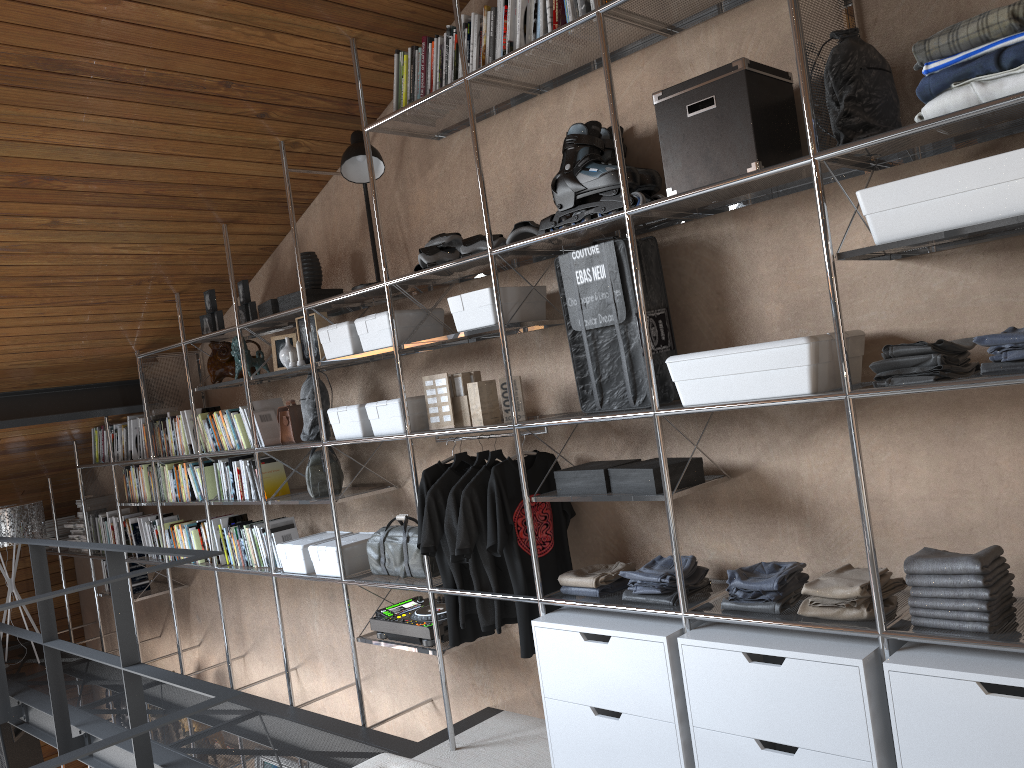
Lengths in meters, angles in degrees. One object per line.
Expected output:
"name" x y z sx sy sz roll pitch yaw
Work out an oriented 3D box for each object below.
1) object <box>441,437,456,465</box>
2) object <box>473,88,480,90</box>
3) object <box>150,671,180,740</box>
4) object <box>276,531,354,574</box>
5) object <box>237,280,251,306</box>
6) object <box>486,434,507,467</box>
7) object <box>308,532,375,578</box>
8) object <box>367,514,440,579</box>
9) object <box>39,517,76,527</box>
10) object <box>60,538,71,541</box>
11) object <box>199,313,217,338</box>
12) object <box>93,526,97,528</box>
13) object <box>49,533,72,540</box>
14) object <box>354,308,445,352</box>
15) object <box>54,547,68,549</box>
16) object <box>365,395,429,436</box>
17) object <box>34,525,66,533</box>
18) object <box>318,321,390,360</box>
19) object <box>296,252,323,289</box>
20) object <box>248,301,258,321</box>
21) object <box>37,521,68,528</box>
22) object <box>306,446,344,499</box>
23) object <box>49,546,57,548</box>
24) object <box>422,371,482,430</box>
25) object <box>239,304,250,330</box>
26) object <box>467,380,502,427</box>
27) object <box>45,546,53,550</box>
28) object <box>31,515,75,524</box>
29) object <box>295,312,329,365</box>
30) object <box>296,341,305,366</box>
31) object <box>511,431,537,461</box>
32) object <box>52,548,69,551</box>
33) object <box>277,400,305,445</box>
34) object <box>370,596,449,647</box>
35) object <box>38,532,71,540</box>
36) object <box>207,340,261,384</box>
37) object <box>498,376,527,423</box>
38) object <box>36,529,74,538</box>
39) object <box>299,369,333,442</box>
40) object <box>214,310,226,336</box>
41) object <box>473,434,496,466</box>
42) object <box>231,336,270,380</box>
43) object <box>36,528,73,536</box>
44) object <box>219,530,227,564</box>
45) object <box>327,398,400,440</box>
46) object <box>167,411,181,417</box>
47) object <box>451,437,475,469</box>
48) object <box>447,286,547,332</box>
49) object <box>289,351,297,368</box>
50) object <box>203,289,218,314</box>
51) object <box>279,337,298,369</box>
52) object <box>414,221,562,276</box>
"object" -0.225 0.258 3.361 0.016 0.118 0.283 -8 0 44
"object" -0.132 -1.135 3.043 0.075 0.226 0.119 -8 0 44
"object" -2.214 2.034 5.594 0.328 0.442 0.207 -8 0 37
"object" -0.900 0.776 4.095 0.228 0.136 0.295 -8 0 44
"object" -1.306 -0.446 4.326 0.029 0.114 0.084 -8 0 -34
"object" -0.055 0.276 3.194 0.009 0.197 0.387 -8 0 40
"object" -0.710 0.749 3.908 0.228 0.136 0.295 -8 0 44
"object" -0.430 0.656 3.623 0.376 0.247 0.166 -8 0 42
"object" -3.339 1.006 6.472 0.182 0.016 0.246 -8 0 44
"object" -3.110 1.086 6.289 0.182 0.016 0.228 -8 0 44
"object" -1.536 -0.294 4.496 0.086 0.117 0.029 -8 0 30
"object" -2.697 0.925 5.869 0.161 0.013 0.217 -8 0 44
"object" -3.146 1.076 6.289 0.161 0.013 0.203 -8 0 44
"object" -0.438 -0.214 3.520 0.228 0.136 0.295 -8 0 44
"object" -3.122 1.139 6.305 0.159 0.012 0.226 -8 0 44
"object" -0.395 0.118 3.517 0.228 0.136 0.295 -8 0 44
"object" -3.324 1.046 6.458 0.180 0.028 0.252 -8 0 44
"object" -0.623 -0.188 3.702 0.228 0.136 0.295 -8 0 44
"object" -0.901 -0.494 3.948 0.115 0.177 0.115 -8 0 -21
"object" -1.253 -0.336 4.295 0.029 0.117 0.086 -8 0 -21
"object" -3.331 1.024 6.477 0.174 0.021 0.233 -8 0 44
"object" -0.857 0.381 4.027 0.166 0.240 0.390 -8 0 -13
"object" -3.120 1.119 6.296 0.176 0.025 0.262 -8 0 44
"object" -0.210 0.058 3.337 0.196 0.205 0.142 -8 0 43
"object" -1.323 -0.326 4.362 0.086 0.117 0.029 -8 0 35
"object" -0.099 0.068 3.137 0.074 0.156 0.078 -8 0 -31
"object" -3.312 1.172 6.472 0.176 0.025 0.234 -8 0 44
"object" -3.349 0.991 6.479 0.182 0.016 0.246 -8 0 44
"object" -0.868 -0.195 3.894 0.157 0.219 0.062 -8 0 44
"object" -0.929 -0.134 3.880 0.037 0.114 0.037 -8 0 30
"object" 0.036 0.222 3.103 0.016 0.118 0.283 -8 0 44
"object" -3.128 1.153 6.291 0.161 0.012 0.201 -8 0 44
"object" -1.023 0.175 4.124 0.082 0.202 0.227 -8 0 6
"object" -0.345 0.960 3.633 0.404 0.114 0.320 -8 0 44
"object" -3.314 1.101 6.478 0.167 0.017 0.224 -8 0 44
"object" -1.394 -0.121 4.457 0.278 0.222 0.138 -8 0 0
"object" 0.003 0.053 3.108 0.074 0.156 0.078 -8 0 4
"object" -3.315 1.084 6.460 0.182 0.016 0.246 -8 0 44
"object" -0.879 0.108 3.951 0.157 0.339 0.229 -8 0 -19
"object" -1.461 -0.305 4.435 0.029 0.117 0.086 -8 0 -26
"object" -0.101 0.283 3.239 0.009 0.197 0.387 -8 0 40
"object" -1.268 -0.136 4.298 0.102 0.220 0.197 -8 0 29
"object" -3.318 1.069 6.460 0.182 0.016 0.246 -8 0 44
"object" -1.435 0.827 4.585 0.042 0.180 0.131 -8 0 44
"object" -0.583 0.144 3.702 0.228 0.136 0.295 -8 0 44
"object" -1.820 0.267 4.910 0.023 0.240 0.146 -8 0 44
"object" -0.188 0.295 3.325 0.009 0.197 0.387 -8 0 40
"object" -0.044 -0.264 3.132 0.222 0.124 0.290 -8 0 44
"object" -0.969 -0.109 3.908 0.037 0.077 0.037 -8 0 30
"object" -1.517 -0.414 4.463 0.029 0.114 0.084 -8 0 -39
"object" -1.010 -0.139 4.025 0.091 0.146 0.091 -8 0 -12
"object" -0.108 -0.508 3.167 0.657 0.141 0.286 -8 0 37
